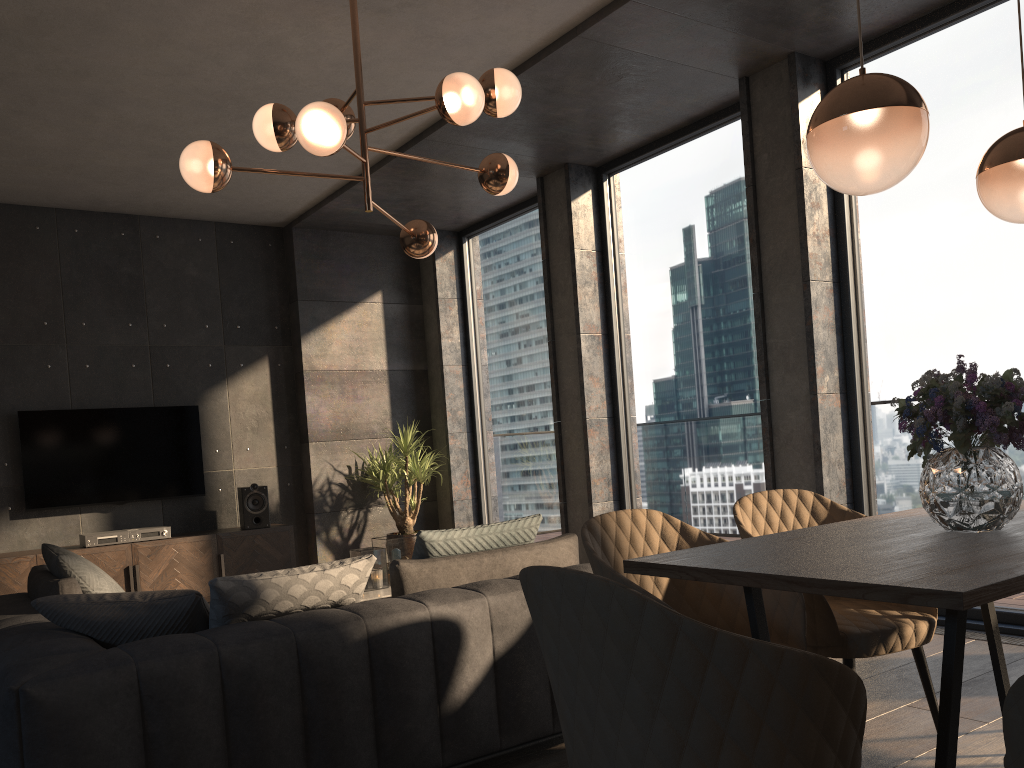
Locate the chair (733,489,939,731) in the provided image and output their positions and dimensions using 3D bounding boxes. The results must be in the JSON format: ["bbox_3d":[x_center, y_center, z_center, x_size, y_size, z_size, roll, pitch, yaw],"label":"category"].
[{"bbox_3d":[0.997,0.745,2.714,0.554,0.837,0.511,-4,0,-26],"label":"chair"}]

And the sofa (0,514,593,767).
[{"bbox_3d":[-1.167,1.002,3.754,2.018,0.784,2.923,-2,-4,-35],"label":"sofa"}]

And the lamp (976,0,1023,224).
[{"bbox_3d":[1.265,-1.181,2.228,0.238,1.546,0.239,-5,1,-29],"label":"lamp"}]

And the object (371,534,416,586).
[{"bbox_3d":[-0.656,0.999,5.026,0.199,0.261,0.197,-4,-1,-35],"label":"object"}]

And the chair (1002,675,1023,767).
[{"bbox_3d":[1.098,0.644,1.403,0.553,0.837,0.512,-4,0,-36],"label":"chair"}]

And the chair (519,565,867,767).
[{"bbox_3d":[0.326,0.713,1.584,0.509,0.837,0.557,-4,0,-31],"label":"chair"}]

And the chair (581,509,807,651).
[{"bbox_3d":[0.498,0.756,2.362,0.553,0.837,0.512,-4,0,-41],"label":"chair"}]

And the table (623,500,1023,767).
[{"bbox_3d":[1.095,0.726,2.087,1.462,0.769,0.772,-2,-2,-35],"label":"table"}]

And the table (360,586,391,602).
[{"bbox_3d":[-0.761,1.295,5.061,0.928,0.309,0.934,-2,-4,-35],"label":"table"}]

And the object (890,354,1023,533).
[{"bbox_3d":[1.060,0.135,2.044,0.329,0.409,0.297,-5,-1,25],"label":"object"}]

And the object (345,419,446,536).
[{"bbox_3d":[-0.994,0.973,7.543,0.951,1.361,1.025,-4,-1,-4],"label":"object"}]

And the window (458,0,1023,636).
[{"bbox_3d":[1.715,-0.229,4.984,0.198,2.999,7.297,-5,-2,-35],"label":"window"}]

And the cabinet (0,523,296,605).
[{"bbox_3d":[-2.832,1.437,6.498,2.402,0.551,0.542,-1,-3,-35],"label":"cabinet"}]

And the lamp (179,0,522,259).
[{"bbox_3d":[-0.508,-1.201,3.676,1.018,1.038,1.461,-5,-2,31],"label":"lamp"}]

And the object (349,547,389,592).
[{"bbox_3d":[-0.787,1.017,4.853,0.148,0.221,0.150,-4,-1,-35],"label":"object"}]

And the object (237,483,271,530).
[{"bbox_3d":[-2.037,0.959,6.967,0.197,0.354,0.250,-4,-1,-25],"label":"object"}]

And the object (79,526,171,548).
[{"bbox_3d":[-2.815,1.111,6.434,0.572,0.087,0.271,-1,-5,-35],"label":"object"}]

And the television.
[{"bbox_3d":[-2.997,0.551,6.685,1.262,0.736,0.057,-2,0,-35],"label":"television"}]

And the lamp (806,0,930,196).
[{"bbox_3d":[0.692,-1.168,1.828,0.239,1.546,0.238,-4,1,31],"label":"lamp"}]
